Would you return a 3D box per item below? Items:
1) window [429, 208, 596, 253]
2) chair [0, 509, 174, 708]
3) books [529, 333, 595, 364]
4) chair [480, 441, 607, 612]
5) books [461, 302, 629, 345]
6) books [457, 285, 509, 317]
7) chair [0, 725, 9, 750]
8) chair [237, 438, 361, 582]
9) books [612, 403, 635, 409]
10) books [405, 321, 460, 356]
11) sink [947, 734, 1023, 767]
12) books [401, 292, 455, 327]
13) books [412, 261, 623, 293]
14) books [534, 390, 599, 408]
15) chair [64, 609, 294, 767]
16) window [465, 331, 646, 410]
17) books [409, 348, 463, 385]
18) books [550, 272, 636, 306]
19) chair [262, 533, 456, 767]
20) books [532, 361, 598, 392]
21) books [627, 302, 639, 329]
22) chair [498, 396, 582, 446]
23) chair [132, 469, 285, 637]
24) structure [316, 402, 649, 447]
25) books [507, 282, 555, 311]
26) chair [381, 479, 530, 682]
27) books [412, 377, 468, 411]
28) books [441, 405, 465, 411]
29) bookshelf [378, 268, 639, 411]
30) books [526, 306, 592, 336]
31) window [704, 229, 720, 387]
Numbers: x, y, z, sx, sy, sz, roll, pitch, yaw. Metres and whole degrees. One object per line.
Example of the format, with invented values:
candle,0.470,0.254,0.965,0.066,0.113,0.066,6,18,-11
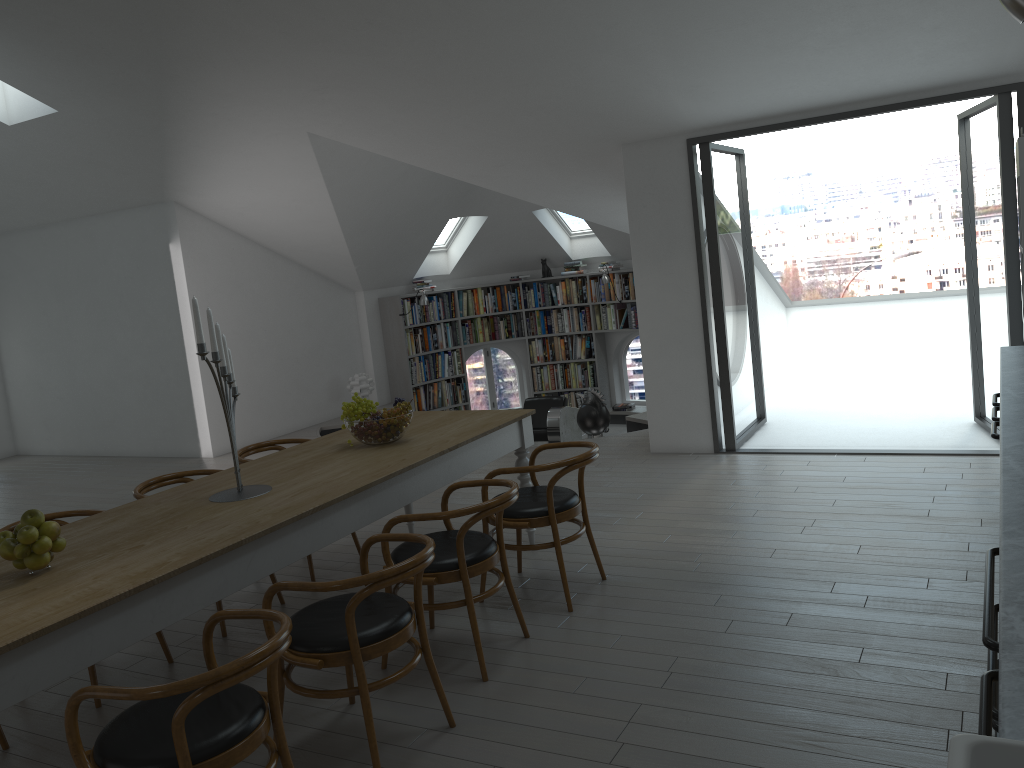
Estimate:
window,0.573,-2.168,11.118,4.052,0.711,1.940,-2,9,29
chair,-1.972,0.981,4.009,0.621,0.732,0.529,-3,8,25
books,0.723,-0.503,12.212,0.997,0.350,0.298,-5,7,13
chair,0.163,0.682,4.403,0.621,0.732,0.529,-3,8,29
books,0.453,-0.832,12.081,2.527,0.370,0.593,-5,8,10
books,-0.432,-1.140,12.137,0.793,0.372,0.269,-9,7,-17
chair,-2.377,1.111,3.417,0.621,0.732,0.529,-2,8,32
chair,-1.300,0.724,5.281,0.621,0.732,0.529,-2,8,33
books,1.516,0.299,12.011,0.268,0.029,0.254,-4,8,20
books,-1.137,-0.606,11.733,0.303,0.346,1.092,1,11,45
sink,0.643,0.619,0.522,0.727,0.201,1.025,-2,9,29
books,-1.183,-0.985,11.669,0.300,0.360,1.036,1,11,45
books,0.066,-1.473,11.948,2.814,0.173,0.750,-6,8,0
books,0.803,0.236,12.293,1.018,0.305,0.289,-4,7,14
chair,-0.885,1.068,2.524,0.621,0.732,0.529,-3,8,26
window,0.777,-0.144,12.348,3.229,1.147,0.619,-4,7,15
books,-1.082,-0.230,11.727,1.023,0.358,0.260,-14,10,-43
books,1.228,-1.283,11.817,1.565,0.366,0.395,-1,9,35
chair,-0.531,0.939,3.145,0.621,0.732,0.529,-2,8,32
books,0.780,-0.124,12.253,1.031,0.356,0.294,-4,7,14
books,1.717,-0.896,11.488,0.225,0.339,0.399,-12,9,-40
chair,0.310,0.549,10.260,0.822,0.717,0.744,-3,8,24
chair,-1.611,0.852,4.632,0.621,0.732,0.529,-3,8,29
structure,0.200,0.575,10.203,4.714,0.691,4.721,-9,8,-15
books,0.240,-1.219,12.231,0.682,0.345,0.266,-6,7,6
chair,-0.236,0.812,3.805,0.621,0.732,0.529,-3,8,26
books,-1.197,0.361,11.597,0.390,0.693,1.647,-1,10,39
books,-0.980,0.492,11.876,0.921,0.318,0.283,-14,10,-42
bookshelf,0.772,-0.424,11.312,4.330,1.874,2.117,-2,8,29
books,0.691,-0.884,12.211,1.027,0.358,0.302,-4,7,15
window,1.865,-0.703,7.955,0.104,1.465,1.476,-3,8,29
